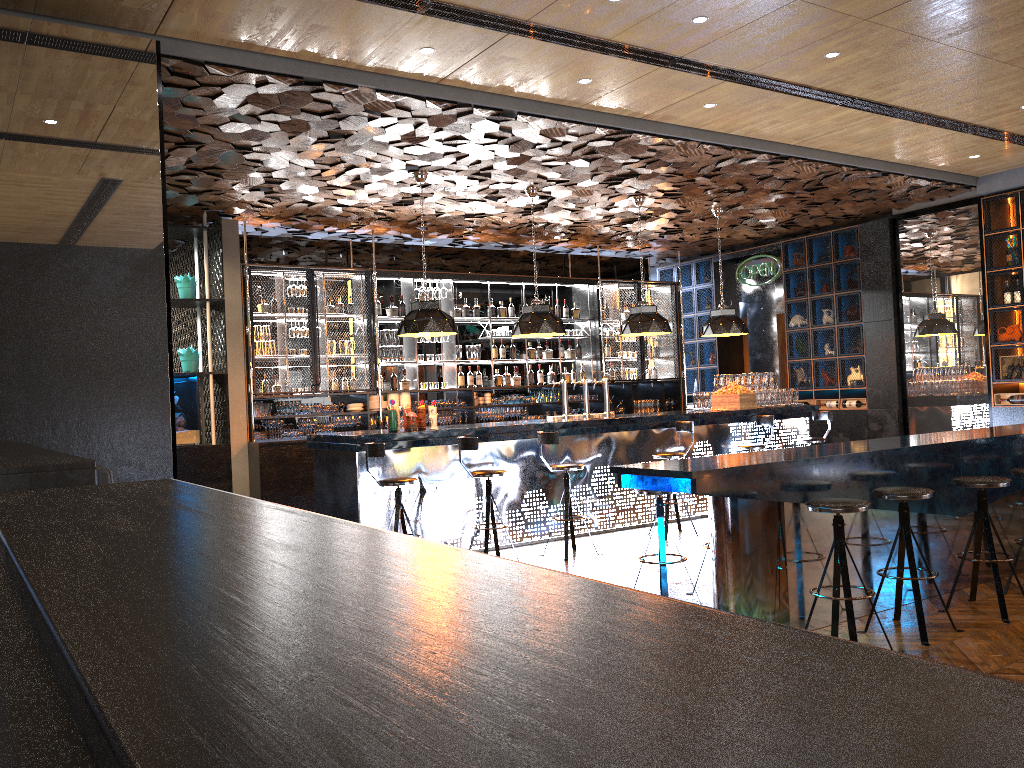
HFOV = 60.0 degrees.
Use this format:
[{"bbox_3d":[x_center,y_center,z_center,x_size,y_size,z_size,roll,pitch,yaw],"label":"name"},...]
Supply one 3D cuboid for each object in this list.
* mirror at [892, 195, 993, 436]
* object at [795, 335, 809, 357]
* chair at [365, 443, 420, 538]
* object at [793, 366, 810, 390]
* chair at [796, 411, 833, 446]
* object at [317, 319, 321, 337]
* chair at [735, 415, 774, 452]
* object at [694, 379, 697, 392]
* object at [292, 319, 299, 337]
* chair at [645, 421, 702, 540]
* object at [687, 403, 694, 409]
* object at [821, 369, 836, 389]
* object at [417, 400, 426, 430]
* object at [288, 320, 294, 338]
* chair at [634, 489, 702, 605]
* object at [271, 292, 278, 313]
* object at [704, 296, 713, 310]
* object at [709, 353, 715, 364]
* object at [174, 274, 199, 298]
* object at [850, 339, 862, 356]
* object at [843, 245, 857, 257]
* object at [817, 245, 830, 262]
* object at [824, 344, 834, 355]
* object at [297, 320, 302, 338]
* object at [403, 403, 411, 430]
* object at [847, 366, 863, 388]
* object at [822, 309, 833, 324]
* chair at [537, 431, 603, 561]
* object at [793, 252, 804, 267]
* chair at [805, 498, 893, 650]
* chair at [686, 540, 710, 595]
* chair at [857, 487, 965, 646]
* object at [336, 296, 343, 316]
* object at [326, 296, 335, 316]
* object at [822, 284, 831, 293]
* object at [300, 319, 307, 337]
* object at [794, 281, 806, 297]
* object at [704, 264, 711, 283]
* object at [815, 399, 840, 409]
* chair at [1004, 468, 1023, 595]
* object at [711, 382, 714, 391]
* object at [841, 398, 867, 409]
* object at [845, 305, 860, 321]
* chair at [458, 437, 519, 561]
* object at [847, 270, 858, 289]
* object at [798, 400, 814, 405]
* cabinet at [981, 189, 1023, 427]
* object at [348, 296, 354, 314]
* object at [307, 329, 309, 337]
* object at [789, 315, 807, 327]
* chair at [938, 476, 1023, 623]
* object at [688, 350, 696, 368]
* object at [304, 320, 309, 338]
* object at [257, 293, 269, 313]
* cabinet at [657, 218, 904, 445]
[{"bbox_3d":[5.329,-0.431,10.944,0.026,3.551,1.194,-2,-1,-33],"label":"mirror"},{"bbox_3d":[4.220,-0.539,12.800,0.167,0.356,0.255,-2,-1,-28],"label":"object"},{"bbox_3d":[-0.942,1.025,7.205,0.476,1.108,0.419,-2,-1,-33],"label":"chair"},{"bbox_3d":[4.233,-0.097,12.795,0.175,0.351,0.369,-2,-1,-28],"label":"object"},{"bbox_3d":[3.427,0.867,10.061,0.476,1.108,0.419,-2,-1,-23],"label":"chair"},{"bbox_3d":[-2.341,-0.677,10.690,0.081,0.213,0.081,-2,-1,-27],"label":"object"},{"bbox_3d":[2.581,0.896,9.437,0.476,1.108,0.419,-2,-1,-18],"label":"chair"},{"bbox_3d":[3.095,0.035,14.692,0.126,0.249,0.253,-3,-1,32],"label":"object"},{"bbox_3d":[-2.571,-0.668,10.542,0.081,0.213,0.081,-2,-1,-27],"label":"object"},{"bbox_3d":[1.586,0.932,8.736,0.476,1.108,0.419,-2,-1,-18],"label":"chair"},{"bbox_3d":[3.012,0.376,14.586,0.123,0.132,0.396,-2,-1,-33],"label":"object"},{"bbox_3d":[4.439,-0.075,12.418,0.208,0.280,0.131,-3,-1,39],"label":"object"},{"bbox_3d":[-0.849,0.287,8.305,0.080,0.277,0.091,-3,-1,-1],"label":"object"},{"bbox_3d":[-2.649,-0.663,10.663,0.081,0.213,0.081,-2,-1,-27],"label":"object"},{"bbox_3d":[0.978,1.063,5.780,0.419,0.813,0.419,-2,-1,-38],"label":"chair"},{"bbox_3d":[-2.814,-0.953,10.497,0.075,0.261,0.075,-3,-1,16],"label":"object"},{"bbox_3d":[3.208,-1.298,14.282,0.097,0.290,0.290,-2,-1,-34],"label":"object"},{"bbox_3d":[3.321,-0.397,14.326,0.278,0.222,0.138,-3,-1,-3],"label":"object"},{"bbox_3d":[-3.631,-1.079,9.875,0.265,0.325,0.245,-2,-1,-39],"label":"object"},{"bbox_3d":[4.692,-0.497,12.086,0.212,0.220,0.119,-3,-1,41],"label":"object"},{"bbox_3d":[4.644,-1.797,12.087,0.138,0.222,0.278,-2,-1,-32],"label":"object"},{"bbox_3d":[4.419,-1.837,12.454,0.152,0.332,0.289,-2,-1,-41],"label":"object"},{"bbox_3d":[4.473,-0.473,12.455,0.096,0.210,0.183,-2,-1,-30],"label":"object"},{"bbox_3d":[-2.568,-0.666,10.715,0.081,0.213,0.081,-2,-1,-27],"label":"object"},{"bbox_3d":[-0.983,0.305,8.355,0.080,0.254,0.091,-2,-1,-31],"label":"object"},{"bbox_3d":[4.726,-0.106,12.053,0.164,0.303,0.341,-2,-1,-28],"label":"object"},{"bbox_3d":[4.483,-0.931,12.428,0.253,0.249,0.126,-3,-1,27],"label":"object"},{"bbox_3d":[0.472,0.970,7.898,0.476,1.108,0.419,-2,-1,-33],"label":"chair"},{"bbox_3d":[4.184,-1.781,12.800,0.253,0.249,0.126,-3,-1,27],"label":"object"},{"bbox_3d":[1.721,1.011,4.635,0.419,0.813,0.419,-2,-1,-38],"label":"chair"},{"bbox_3d":[1.484,1.045,6.159,0.419,0.813,0.419,-2,-1,-38],"label":"chair"},{"bbox_3d":[2.231,0.993,5.015,0.419,0.813,0.419,-2,-1,-38],"label":"chair"},{"bbox_3d":[-2.127,-0.964,10.936,0.072,0.246,0.073,-3,-1,42],"label":"object"},{"bbox_3d":[-2.243,-0.958,10.862,0.108,0.244,0.108,-2,-1,-44],"label":"object"},{"bbox_3d":[4.445,-1.326,12.464,0.210,0.168,0.105,-2,-1,-33],"label":"object"},{"bbox_3d":[-2.490,-0.671,10.594,0.081,0.213,0.081,-2,-1,-27],"label":"object"},{"bbox_3d":[4.177,-1.348,12.809,0.126,0.249,0.253,-2,-1,-33],"label":"object"},{"bbox_3d":[3.174,-1.765,14.316,0.116,0.358,0.198,-2,-1,-33],"label":"object"},{"bbox_3d":[4.425,0.278,12.357,0.122,0.132,0.396,-2,-1,-33],"label":"object"},{"bbox_3d":[3.426,0.949,5.740,0.419,0.813,0.419,-2,-1,-38],"label":"chair"},{"bbox_3d":[3.296,0.039,14.287,0.107,0.209,0.233,-2,-1,-16],"label":"object"},{"bbox_3d":[4.658,0.261,11.993,0.123,0.132,0.396,-2,-1,-32],"label":"object"},{"bbox_3d":[4.679,-0.946,12.078,0.265,0.239,0.266,-3,-1,36],"label":"object"},{"bbox_3d":[-0.218,0.998,7.594,0.476,1.108,0.419,-2,-1,-33],"label":"chair"},{"bbox_3d":[4.666,-1.404,12.076,0.114,0.290,0.249,-2,-1,-33],"label":"object"},{"bbox_3d":[4.196,0.294,12.716,0.122,0.133,0.396,-2,-1,-33],"label":"object"},{"bbox_3d":[7.007,-0.524,8.688,0.691,3.514,4.416,-2,-1,-33],"label":"cabinet"},{"bbox_3d":[-2.005,-0.969,11.014,0.073,0.246,0.072,-2,-1,-18],"label":"object"},{"bbox_3d":[-2.417,-0.674,10.641,0.081,0.213,0.081,-2,-1,-27],"label":"object"},{"bbox_3d":[4.206,-0.899,12.795,0.403,0.221,0.192,-3,-1,27],"label":"object"},{"bbox_3d":[2.868,0.970,5.381,0.419,0.813,0.419,-2,-1,-38],"label":"chair"},{"bbox_3d":[3.068,-0.416,14.662,0.290,0.290,0.097,-3,-1,6],"label":"object"},{"bbox_3d":[-2.495,-0.669,10.762,0.081,0.213,0.081,-2,-1,-27],"label":"object"},{"bbox_3d":[-2.919,-0.939,10.411,0.108,0.244,0.108,-2,-1,-44],"label":"object"},{"bbox_3d":[3.970,-0.313,13.408,0.691,3.514,4.416,-2,-1,-33],"label":"cabinet"}]
